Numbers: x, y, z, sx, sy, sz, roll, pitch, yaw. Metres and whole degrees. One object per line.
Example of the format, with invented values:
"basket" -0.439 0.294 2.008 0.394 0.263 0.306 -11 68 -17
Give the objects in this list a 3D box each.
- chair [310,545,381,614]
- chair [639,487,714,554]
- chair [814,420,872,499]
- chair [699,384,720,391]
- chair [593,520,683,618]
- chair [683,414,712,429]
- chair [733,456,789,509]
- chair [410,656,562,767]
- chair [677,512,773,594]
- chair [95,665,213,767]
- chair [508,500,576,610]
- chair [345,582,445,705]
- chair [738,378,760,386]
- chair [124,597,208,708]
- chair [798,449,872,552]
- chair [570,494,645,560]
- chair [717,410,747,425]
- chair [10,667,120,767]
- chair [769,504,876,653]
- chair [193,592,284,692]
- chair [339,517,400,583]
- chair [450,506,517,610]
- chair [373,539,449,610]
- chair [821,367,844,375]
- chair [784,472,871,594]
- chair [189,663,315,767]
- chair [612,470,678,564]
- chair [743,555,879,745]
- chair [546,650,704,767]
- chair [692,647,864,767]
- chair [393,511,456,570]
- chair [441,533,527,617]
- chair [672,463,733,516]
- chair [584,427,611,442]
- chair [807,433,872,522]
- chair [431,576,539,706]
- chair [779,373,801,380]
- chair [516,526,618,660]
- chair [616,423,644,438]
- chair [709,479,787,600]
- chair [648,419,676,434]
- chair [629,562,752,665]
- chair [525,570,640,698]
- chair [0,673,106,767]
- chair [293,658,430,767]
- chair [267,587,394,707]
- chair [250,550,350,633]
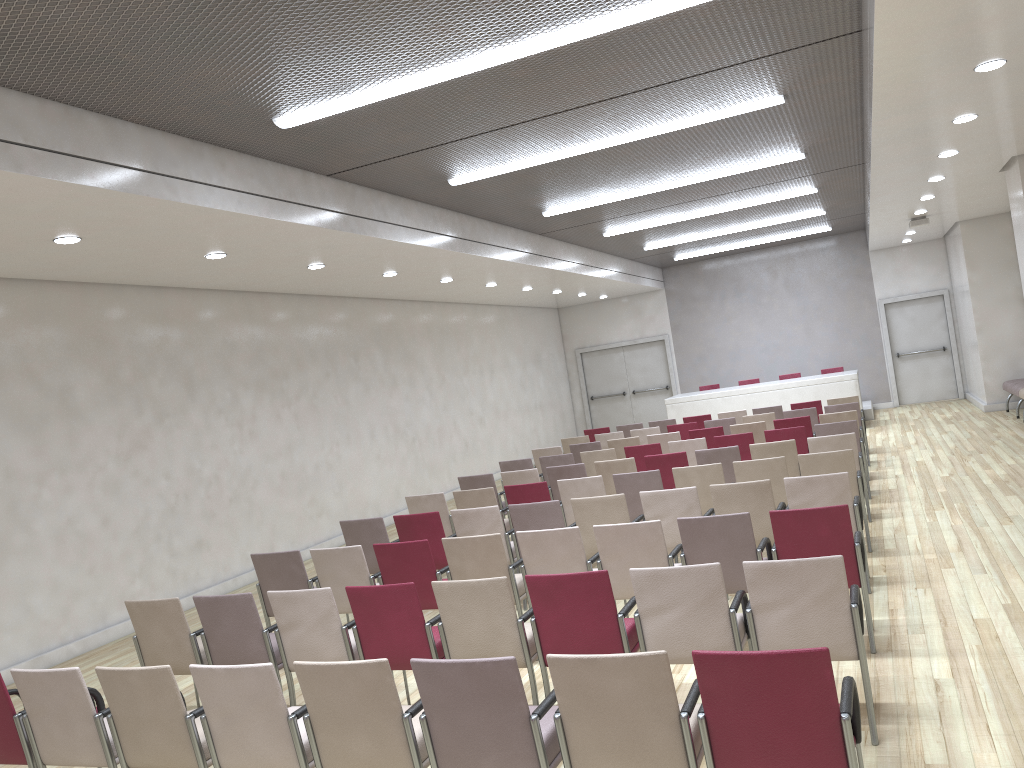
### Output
"chair" -1.111 1.607 6.719 0.513 0.890 0.640 -9 0 22
"chair" 1.366 1.224 7.041 0.513 0.890 0.640 -9 0 23
"chair" 3.735 0.845 10.045 0.513 0.890 0.640 -9 0 21
"chair" 4.312 0.484 19.292 0.513 0.890 0.640 -9 0 21
"chair" 0.898 1.301 5.898 0.513 0.890 0.640 -9 0 22
"chair" 3.089 0.925 14.290 0.513 0.890 0.640 -9 0 21
"chair" 2.311 1.074 7.968 0.513 0.890 0.640 -9 0 21
"chair" -0.013 1.452 3.612 0.513 0.890 0.640 -9 0 23
"chair" 1.407 1.224 5.701 0.513 0.890 0.640 -9 0 23
"chair" -1.525 1.683 4.238 0.513 0.890 0.640 -9 0 23
"chair" 0.347 1.379 7.446 0.513 0.890 0.640 -9 0 22
"chair" -0.557 1.529 5.173 0.513 0.890 0.640 -9 0 23
"chair" 5.098 0.364 18.969 0.513 0.890 0.640 -9 0 21
"chair" -2.069 1.759 5.792 0.513 0.890 0.640 -9 0 23
"chair" 2.822 0.996 7.776 0.513 0.890 0.640 -9 0 22
"chair" 0.843 1.304 7.246 0.513 0.890 0.640 -9 0 22
"chair" 3.600 0.847 14.085 0.513 0.890 0.640 -9 0 23
"chair" -2.032 1.760 4.451 0.513 0.890 0.640 -9 0 22
"chair" 1.912 1.147 5.474 0.513 0.890 0.640 -9 0 22
"chair" -1.567 1.683 5.592 0.513 0.890 0.640 -9 0 23
"chair" -1.156 1.608 8.076 0.513 0.890 0.640 -9 0 22
"chair" -0.143 1.454 7.666 0.513 0.890 0.640 -9 0 22
"chair" -0.614 1.532 6.512 0.513 0.890 0.640 -9 0 22
"chair" 6.670 0.124 18.323 0.513 0.890 0.640 -9 0 21
"chair" 2.355 1.073 6.631 0.513 0.890 0.640 -9 0 23
"chair" -1.016 1.605 4.023 0.513 0.890 0.640 -9 0 23
"chair" 1.309 1.226 8.384 0.513 0.890 0.640 -9 0 23
"chair" 1.456 1.222 4.345 0.513 0.890 0.640 -9 0 21
"chair" 0.500 1.374 3.416 0.513 0.890 0.640 -9 0 21
"chair" 0.992 1.299 3.208 0.513 0.890 0.640 -9 0 23
"chair" -0.653 1.532 7.871 0.513 0.890 0.640 -9 0 22
"chair" -0.109 1.455 6.312 0.513 0.890 0.640 -9 0 22
"chair" 1.818 1.149 8.187 0.513 0.890 0.640 -9 0 22
"chair" 1.567 1.157 14.911 0.513 0.890 0.640 -9 0 22
"chair" 3.275 0.921 8.906 0.513 0.890 0.640 -9 0 21
"chair" -0.056 1.453 4.962 0.513 0.890 0.640 -9 0 22
"chair" 5.884 0.244 18.646 0.513 0.890 0.640 -9 0 21
"chair" 0.408 1.376 6.111 0.513 0.890 0.640 -9 0 23
"chair" 2.081 1.078 14.701 0.513 0.890 0.640 -9 0 22
"chair" 1.861 1.148 6.839 0.513 0.890 0.640 -9 0 22
"chair" 2.583 1.002 14.508 0.513 0.890 0.640 -9 0 23
"chair" 0.953 1.299 4.556 0.513 0.890 0.640 -9 0 21
"chair" 0.443 1.377 4.764 0.513 0.890 0.640 -9 0 22
"chair" -2.524 1.835 4.649 0.513 0.890 0.640 -9 0 21
"chair" -0.522 1.530 3.832 0.513 0.890 0.640 -9 0 21
"chair" -1.057 1.605 5.387 0.513 0.890 0.640 -9 0 23
"chair" -1.614 1.684 6.941 0.513 0.890 0.640 -9 0 21
